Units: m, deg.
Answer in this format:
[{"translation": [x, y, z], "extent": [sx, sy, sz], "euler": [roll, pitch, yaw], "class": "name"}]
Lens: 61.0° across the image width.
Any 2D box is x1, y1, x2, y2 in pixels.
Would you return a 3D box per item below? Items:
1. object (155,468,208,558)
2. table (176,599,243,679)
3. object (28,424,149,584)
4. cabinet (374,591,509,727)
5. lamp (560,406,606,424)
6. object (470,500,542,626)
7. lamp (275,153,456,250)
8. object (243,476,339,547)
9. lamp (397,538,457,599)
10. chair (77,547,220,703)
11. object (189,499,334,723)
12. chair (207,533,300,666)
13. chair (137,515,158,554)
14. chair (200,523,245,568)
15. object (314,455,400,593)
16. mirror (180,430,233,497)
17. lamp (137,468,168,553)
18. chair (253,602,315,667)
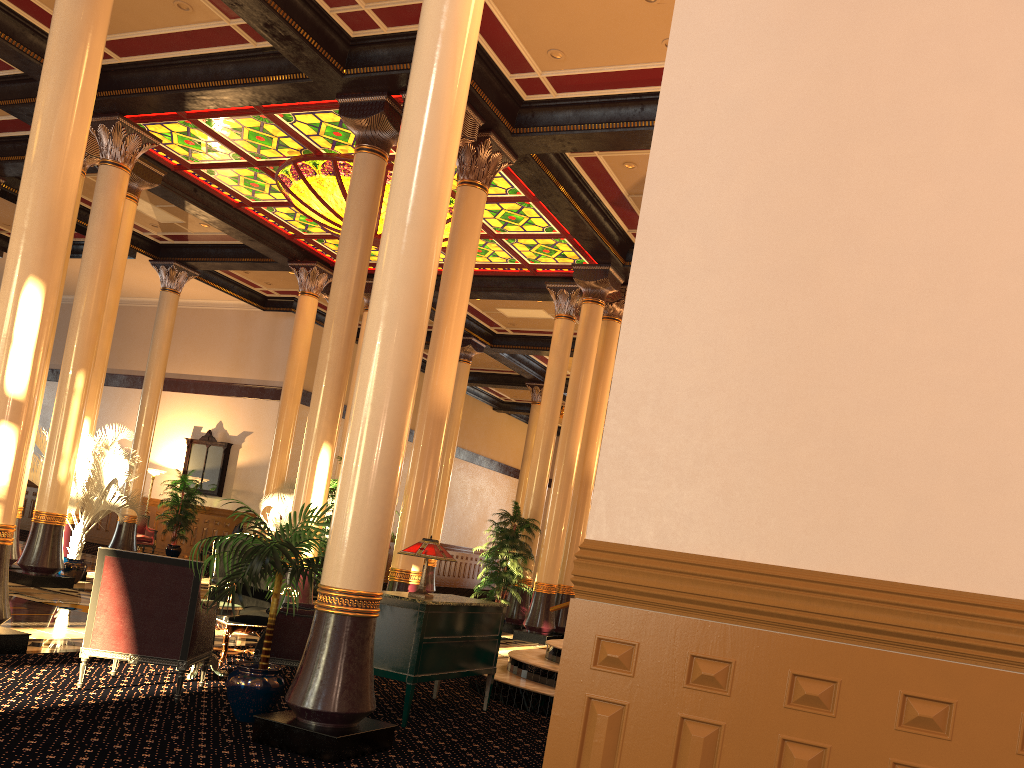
[{"translation": [-7.660, 2.994, 20.063], "extent": [1.112, 2.140, 1.013], "euler": [10, -4, -16], "class": "object"}, {"translation": [-2.348, 1.945, 6.629], "extent": [0.501, 0.553, 0.466], "euler": [12, -6, -25], "class": "table"}, {"translation": [-5.634, 1.633, 11.940], "extent": [2.010, 2.246, 1.871], "euler": [8, -6, 13], "class": "object"}, {"translation": [-0.613, 2.034, 6.534], "extent": [0.529, 0.859, 1.320], "euler": [7, -8, 26], "class": "cabinet"}, {"translation": [1.793, 0.486, 21.336], "extent": [1.153, 1.896, 1.238], "euler": [7, -5, 20], "class": "lamp"}, {"translation": [-0.126, 2.930, 13.934], "extent": [1.013, 2.140, 1.112], "euler": [8, -4, 14], "class": "object"}, {"translation": [-2.015, -2.418, 12.952], "extent": [2.892, 0.599, 3.146], "euler": [4, -12, 23], "class": "lamp"}, {"translation": [-3.474, 2.702, 15.693], "extent": [1.751, 2.261, 2.178], "euler": [6, -7, 28], "class": "object"}, {"translation": [-0.617, 1.319, 6.230], "extent": [0.308, 0.417, 0.333], "euler": [7, -6, 22], "class": "lamp"}, {"translation": [-2.385, 1.593, 5.818], "extent": [0.691, 0.915, 0.644], "euler": [9, -5, -5], "class": "chair"}, {"translation": [-1.486, 1.390, 5.420], "extent": [1.043, 1.428, 1.084], "euler": [13, -6, -36], "class": "object"}, {"translation": [-2.291, 1.871, 7.599], "extent": [0.709, 1.093, 0.781], "euler": [5, -6, 40], "class": "chair"}, {"translation": [-8.476, 3.416, 19.671], "extent": [0.613, 0.915, 0.723], "euler": [4, -7, 45], "class": "chair"}, {"translation": [-6.518, 3.591, 19.501], "extent": [0.786, 1.093, 0.704], "euler": [13, -6, -40], "class": "chair"}, {"translation": [-1.911, 1.890, 10.102], "extent": [1.112, 2.140, 1.013], "euler": [10, -4, -16], "class": "object"}, {"translation": [-7.347, 1.862, 20.792], "extent": [1.335, 1.546, 0.208], "euler": [6, -3, 23], "class": "mirror"}, {"translation": [-8.592, 3.002, 20.460], "extent": [0.597, 2.001, 0.567], "euler": [10, -3, -15], "class": "lamp"}, {"translation": [-1.537, 1.879, 6.598], "extent": [0.651, 0.915, 0.684], "euler": [9, -5, -5], "class": "chair"}]
